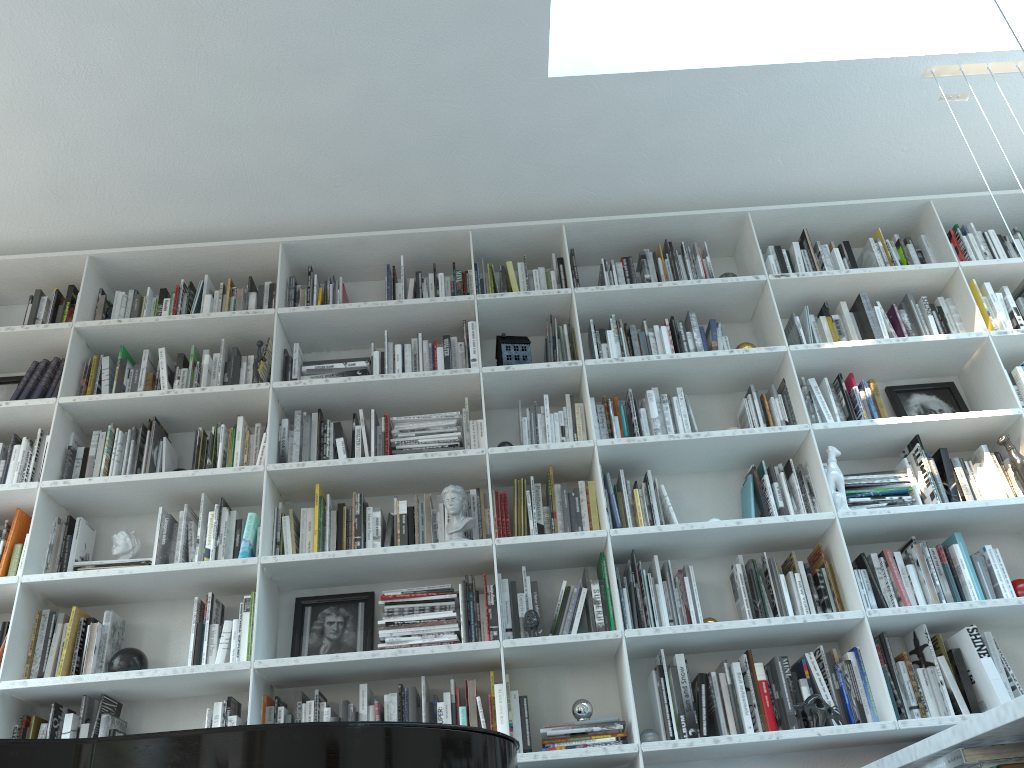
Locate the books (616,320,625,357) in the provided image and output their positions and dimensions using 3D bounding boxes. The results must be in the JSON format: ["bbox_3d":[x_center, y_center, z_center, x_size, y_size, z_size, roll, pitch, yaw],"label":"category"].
[{"bbox_3d":[0.467,-0.118,3.842,0.010,0.267,0.167,-4,-31,-2],"label":"books"}]

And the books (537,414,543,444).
[{"bbox_3d":[0.116,0.253,3.634,0.023,0.206,0.172,-4,-31,-2],"label":"books"}]

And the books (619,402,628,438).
[{"bbox_3d":[0.459,0.214,3.653,0.013,0.235,0.158,-4,-31,-2],"label":"books"}]

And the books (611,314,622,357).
[{"bbox_3d":[0.453,-0.133,3.852,0.014,0.305,0.153,-4,-31,-2],"label":"books"}]

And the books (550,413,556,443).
[{"bbox_3d":[0.164,0.247,3.619,0.024,0.194,0.173,-4,-31,-2],"label":"books"}]

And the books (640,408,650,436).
[{"bbox_3d":[0.541,0.225,3.643,0.025,0.193,0.172,-4,-31,-2],"label":"books"}]

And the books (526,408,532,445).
[{"bbox_3d":[0.071,0.244,3.645,0.024,0.241,0.160,-4,-31,-2],"label":"books"}]

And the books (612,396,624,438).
[{"bbox_3d":[0.443,0.206,3.681,0.014,0.282,0.136,-4,-31,-2],"label":"books"}]

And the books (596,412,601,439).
[{"bbox_3d":[0.354,0.242,3.656,0.013,0.208,0.141,-4,-31,-2],"label":"books"}]

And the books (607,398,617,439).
[{"bbox_3d":[0.410,0.208,3.646,0.014,0.246,0.177,-4,-31,-2],"label":"books"}]

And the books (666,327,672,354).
[{"bbox_3d":[0.671,-0.112,3.840,0.011,0.221,0.160,-4,-31,-2],"label":"books"}]

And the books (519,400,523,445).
[{"bbox_3d":[0.038,0.228,3.656,0.018,0.283,0.160,-4,-31,-2],"label":"books"}]

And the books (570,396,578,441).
[{"bbox_3d":[0.252,0.210,3.652,0.025,0.275,0.174,-4,-31,-2],"label":"books"}]

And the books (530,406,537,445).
[{"bbox_3d":[0.088,0.237,3.643,0.028,0.248,0.165,-4,-31,-2],"label":"books"}]

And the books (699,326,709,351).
[{"bbox_3d":[0.822,-0.118,3.845,0.030,0.212,0.157,-4,-31,-2],"label":"books"}]

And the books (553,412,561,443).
[{"bbox_3d":[0.183,0.246,3.622,0.027,0.195,0.186,-4,-31,-2],"label":"books"}]

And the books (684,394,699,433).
[{"bbox_3d":[0.740,0.191,3.674,0.034,0.252,0.161,-4,-31,-2],"label":"books"}]

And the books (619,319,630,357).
[{"bbox_3d":[0.491,-0.124,3.863,0.021,0.294,0.139,-4,-31,-2],"label":"books"}]

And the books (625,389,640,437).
[{"bbox_3d":[0.496,0.184,3.650,0.014,0.279,0.178,-4,-31,-2],"label":"books"}]

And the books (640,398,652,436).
[{"bbox_3d":[0.556,0.200,3.664,0.011,0.255,0.132,-4,-31,-2],"label":"books"}]

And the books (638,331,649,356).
[{"bbox_3d":[0.571,-0.096,3.851,0.028,0.222,0.143,-4,-31,-2],"label":"books"}]

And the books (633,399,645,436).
[{"bbox_3d":[0.516,0.204,3.645,0.022,0.236,0.165,-4,-31,-2],"label":"books"}]

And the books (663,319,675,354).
[{"bbox_3d":[0.681,-0.130,3.852,0.012,0.263,0.157,-4,-31,-2],"label":"books"}]

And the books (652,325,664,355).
[{"bbox_3d":[0.633,-0.115,3.843,0.023,0.235,0.150,-4,-31,-2],"label":"books"}]

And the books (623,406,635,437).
[{"bbox_3d":[0.479,0.223,3.650,0.026,0.214,0.162,-4,-31,-2],"label":"books"}]

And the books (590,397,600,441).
[{"bbox_3d":[0.332,0.211,3.642,0.028,0.250,0.191,-4,-31,-2],"label":"books"}]

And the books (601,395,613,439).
[{"bbox_3d":[0.395,0.205,3.668,0.014,0.277,0.154,-4,-31,-2],"label":"books"}]

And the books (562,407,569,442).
[{"bbox_3d":[0.221,0.231,3.640,0.024,0.232,0.150,-4,-31,-2],"label":"books"}]

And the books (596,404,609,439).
[{"bbox_3d":[0.374,0.224,3.661,0.030,0.241,0.139,-4,-31,-2],"label":"books"}]

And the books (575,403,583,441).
[{"bbox_3d":[0.271,0.221,3.626,0.028,0.228,0.177,-4,-31,-2],"label":"books"}]

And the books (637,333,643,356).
[{"bbox_3d":[0.551,-0.093,3.845,0.014,0.214,0.133,-4,-31,-2],"label":"books"}]

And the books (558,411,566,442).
[{"bbox_3d":[0.203,0.239,3.627,0.029,0.210,0.158,-4,-31,-2],"label":"books"}]

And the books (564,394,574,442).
[{"bbox_3d":[0.236,0.206,3.657,0.028,0.292,0.155,-4,-31,-2],"label":"books"}]

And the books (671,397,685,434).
[{"bbox_3d":[0.679,0.198,3.656,0.021,0.231,0.184,-4,-31,-2],"label":"books"}]

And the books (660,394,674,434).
[{"bbox_3d":[0.632,0.193,3.653,0.025,0.243,0.184,-4,-31,-2],"label":"books"}]

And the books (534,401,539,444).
[{"bbox_3d":[0.102,0.225,3.651,0.019,0.274,0.146,-4,-31,-2],"label":"books"}]

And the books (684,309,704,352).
[{"bbox_3d":[0.789,-0.154,3.849,0.029,0.283,0.184,-4,-31,-2],"label":"books"}]

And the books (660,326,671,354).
[{"bbox_3d":[0.656,-0.113,3.824,0.021,0.208,0.182,-4,-31,-2],"label":"books"}]

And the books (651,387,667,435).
[{"bbox_3d":[0.604,0.181,3.677,0.027,0.293,0.160,-4,-31,-2],"label":"books"}]

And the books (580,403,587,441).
[{"bbox_3d":[0.289,0.224,3.642,0.026,0.236,0.174,-4,-31,-2],"label":"books"}]

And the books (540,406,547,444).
[{"bbox_3d":[0.130,0.237,3.637,0.023,0.234,0.179,-4,-31,-2],"label":"books"}]

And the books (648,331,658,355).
[{"bbox_3d":[0.611,-0.099,3.847,0.025,0.215,0.145,-4,-31,-2],"label":"books"}]

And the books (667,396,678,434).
[{"bbox_3d":[0.656,0.194,3.675,0.024,0.260,0.134,-4,-31,-2],"label":"books"}]

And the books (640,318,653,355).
[{"bbox_3d":[0.589,-0.125,3.865,0.013,0.283,0.155,-4,-31,-2],"label":"books"}]

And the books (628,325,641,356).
[{"bbox_3d":[0.529,-0.112,3.835,0.027,0.240,0.161,-4,-31,-2],"label":"books"}]

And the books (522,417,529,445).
[{"bbox_3d":[0.055,0.259,3.612,0.028,0.184,0.182,-4,-31,-2],"label":"books"}]

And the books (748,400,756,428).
[{"bbox_3d":[0.986,0.193,3.669,0.005,0.204,0.154,-4,-31,-2],"label":"books"}]

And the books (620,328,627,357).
[{"bbox_3d":[0.479,-0.101,3.841,0.012,0.234,0.166,-4,-31,-2],"label":"books"}]

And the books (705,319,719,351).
[{"bbox_3d":[0.863,-0.137,3.842,0.054,0.234,0.172,-4,-31,-2],"label":"books"}]

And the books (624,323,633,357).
[{"bbox_3d":[0.508,-0.113,3.864,0.012,0.275,0.134,-4,-31,-2],"label":"books"}]

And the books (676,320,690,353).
[{"bbox_3d":[0.734,-0.125,3.842,0.030,0.236,0.186,-4,-31,-2],"label":"books"}]

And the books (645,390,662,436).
[{"bbox_3d":[0.577,0.184,3.646,0.030,0.261,0.183,-4,-31,-2],"label":"books"}]

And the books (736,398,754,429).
[{"bbox_3d":[0.975,0.189,3.676,0.015,0.219,0.140,-4,-31,-2],"label":"books"}]

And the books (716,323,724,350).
[{"bbox_3d":[0.886,-0.126,3.846,0.048,0.215,0.183,-4,-31,-2],"label":"books"}]

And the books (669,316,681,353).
[{"bbox_3d":[0.711,-0.134,3.870,0.012,0.283,0.160,-4,-31,-2],"label":"books"}]

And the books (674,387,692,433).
[{"bbox_3d":[0.700,0.173,3.657,0.024,0.271,0.170,-4,-31,-2],"label":"books"}]

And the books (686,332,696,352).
[{"bbox_3d":[0.765,-0.101,3.833,0.027,0.180,0.177,-4,-31,-2],"label":"books"}]

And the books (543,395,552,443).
[{"bbox_3d":[0.145,0.208,3.629,0.028,0.274,0.188,-4,-31,-2],"label":"books"}]

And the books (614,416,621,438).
[{"bbox_3d":[0.430,0.243,3.640,0.021,0.178,0.137,-4,-31,-2],"label":"books"}]

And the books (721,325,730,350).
[{"bbox_3d":[0.922,-0.124,3.866,0.026,0.228,0.141,-4,-31,-2],"label":"books"}]
